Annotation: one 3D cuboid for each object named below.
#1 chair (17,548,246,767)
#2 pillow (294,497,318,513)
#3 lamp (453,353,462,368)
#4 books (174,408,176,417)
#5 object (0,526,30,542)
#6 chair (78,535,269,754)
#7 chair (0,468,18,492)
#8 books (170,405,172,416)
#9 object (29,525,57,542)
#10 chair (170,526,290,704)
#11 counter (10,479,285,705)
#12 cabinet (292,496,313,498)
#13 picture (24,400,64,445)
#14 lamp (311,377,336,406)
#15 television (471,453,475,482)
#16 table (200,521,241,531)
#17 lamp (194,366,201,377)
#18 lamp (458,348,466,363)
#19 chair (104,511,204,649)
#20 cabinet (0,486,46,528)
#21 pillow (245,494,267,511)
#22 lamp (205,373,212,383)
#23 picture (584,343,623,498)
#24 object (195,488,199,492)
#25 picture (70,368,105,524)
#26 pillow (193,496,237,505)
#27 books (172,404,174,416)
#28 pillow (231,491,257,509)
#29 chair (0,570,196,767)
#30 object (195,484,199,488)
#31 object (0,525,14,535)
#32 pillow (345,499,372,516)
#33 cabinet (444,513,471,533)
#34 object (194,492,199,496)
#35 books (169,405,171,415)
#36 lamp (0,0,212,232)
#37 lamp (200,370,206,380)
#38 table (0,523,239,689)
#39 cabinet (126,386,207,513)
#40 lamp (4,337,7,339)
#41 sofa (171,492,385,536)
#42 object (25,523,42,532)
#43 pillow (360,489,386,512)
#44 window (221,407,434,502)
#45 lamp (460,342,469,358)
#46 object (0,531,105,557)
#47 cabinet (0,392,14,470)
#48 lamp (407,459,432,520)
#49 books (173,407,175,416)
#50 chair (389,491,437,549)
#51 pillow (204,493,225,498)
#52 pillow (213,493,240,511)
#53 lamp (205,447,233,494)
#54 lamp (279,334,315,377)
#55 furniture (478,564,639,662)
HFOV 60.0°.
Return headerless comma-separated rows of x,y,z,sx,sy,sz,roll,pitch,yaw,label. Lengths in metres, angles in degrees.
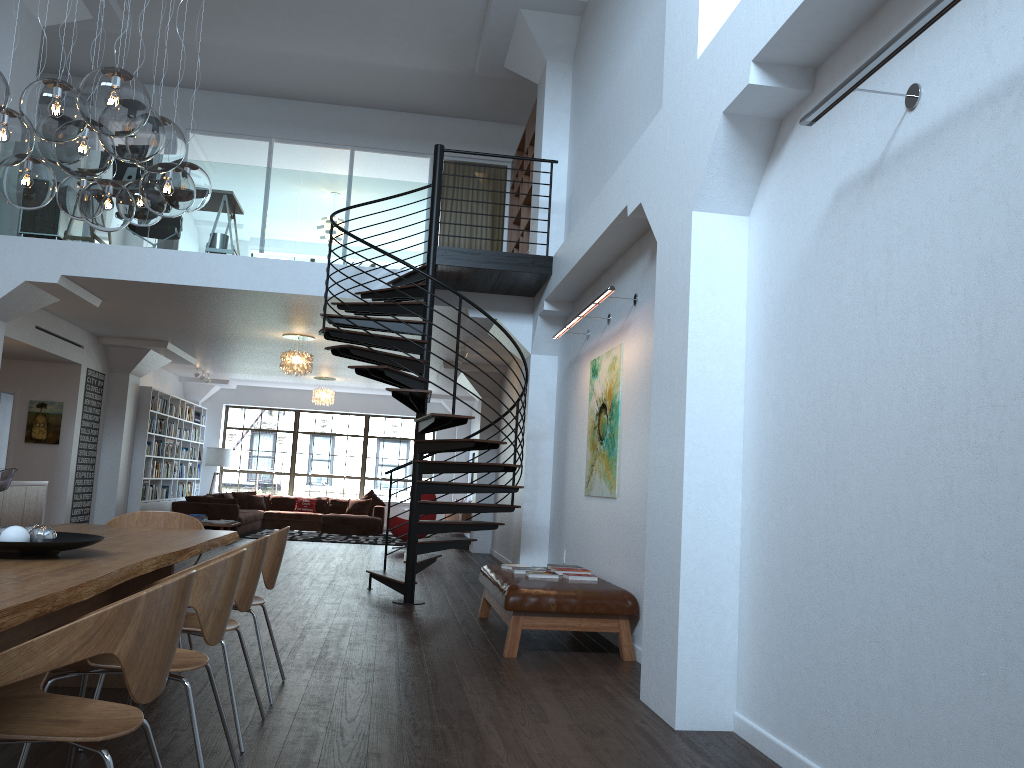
-1.243,0.971,3.012,0.618,0.833,0.629,4,-7,-7,chair
-4.289,2.526,18.436,0.465,0.308,0.220,5,-7,-11,pillow
-0.782,-0.348,12.951,0.111,0.211,0.120,0,-7,27,lamp
-6.331,0.528,16.490,0.128,0.178,0.022,4,-7,-7,books
-1.825,0.571,3.255,0.100,0.100,0.100,-2,-8,37,object
-1.366,1.051,3.762,0.618,0.833,0.629,4,-7,-6,chair
-4.982,1.285,8.343,0.481,1.014,0.530,4,-7,-5,chair
-6.288,0.482,16.178,0.146,0.202,0.027,4,-7,-7,books
-1.769,0.581,3.338,0.100,0.100,0.100,-2,-8,37,object
-1.465,1.132,4.519,0.617,0.830,0.629,4,-7,-7,chair
-4.600,1.208,6.802,3.039,0.860,8.182,8,-8,-37,counter
-4.117,2.807,19.338,1.520,0.625,0.350,4,-7,-7,cabinet
-6.619,0.543,12.546,0.450,0.600,0.030,4,-7,-7,picture
-3.644,0.154,17.173,0.441,0.539,0.442,-1,-8,35,lamp
-0.731,1.749,17.425,0.013,0.816,1.324,4,-7,-8,television
-4.979,2.336,14.155,1.100,0.271,0.853,4,-7,-7,table
-5.845,-0.223,16.471,0.111,0.211,0.120,0,-7,27,lamp
-0.714,-0.402,12.453,0.111,0.211,0.120,-3,-9,41,lamp
-2.143,1.173,5.190,0.629,0.833,0.618,5,-7,-12,chair
-5.728,1.339,8.282,0.898,0.796,4.493,4,-7,-7,cabinet
-5.268,2.424,18.168,0.489,0.337,0.238,8,-8,-38,pillow
-5.984,-0.114,17.481,0.120,0.211,0.111,8,-8,-33,lamp
0.753,0.331,7.361,0.010,1.200,1.095,4,-7,-7,picture
-6.784,2.221,18.649,0.331,0.088,0.410,4,-7,-7,object
-6.310,0.985,13.201,0.021,2.380,0.800,4,-7,-7,picture
-4.996,2.087,14.977,0.750,0.364,0.289,4,-7,-8,pillow
-6.315,0.483,16.310,0.158,0.226,0.052,4,-7,-7,books
-5.469,2.403,18.241,0.580,0.418,0.334,8,-8,-34,pillow
-1.149,0.887,2.242,0.618,0.833,0.629,4,-7,-7,chair
-6.786,2.134,18.658,0.316,0.088,0.410,4,-7,-7,object
-1.893,0.579,3.332,0.100,0.100,0.100,-2,-8,37,object
-3.200,2.555,18.462,0.542,0.362,0.248,2,-7,13,pillow
-0.945,2.617,17.367,0.459,0.350,4.501,4,-7,-7,cabinet
-6.789,2.309,18.639,0.331,0.088,0.410,4,-7,-7,object
-6.273,0.473,16.097,0.146,0.202,0.027,4,-7,-7,books
-1.769,-1.785,3.929,0.849,2.140,1.787,4,-7,-8,lamp
-5.914,-0.169,16.970,0.111,0.211,0.120,-3,-9,41,lamp
-1.881,1.009,3.289,1.012,0.750,3.803,4,-7,-7,table
-6.552,1.465,16.715,0.461,2.414,4.500,4,-7,-7,cabinet
-5.966,-0.104,10.225,0.149,0.900,0.149,-2,-8,37,lamp
-4.180,2.492,16.824,3.481,0.664,4.197,4,-7,-7,sofa
-1.837,0.586,3.414,0.100,0.100,0.100,-2,-8,37,object
-3.014,2.505,18.661,0.651,0.587,0.335,7,-8,-28,pillow
-4.123,1.613,20.019,4.648,1.905,0.114,4,-7,-7,window
-0.644,-0.457,11.942,0.120,0.211,0.111,8,-8,-33,lamp
-1.859,0.604,3.341,0.592,0.066,0.592,-2,-9,40,object
-8.543,0.720,13.764,0.527,2.991,2.630,4,-7,-7,cabinet
-2.065,2.458,19.488,0.545,1.579,0.545,3,-7,3,lamp
-6.320,0.511,16.396,0.139,0.191,0.036,4,-7,-7,books
-1.636,2.210,14.637,0.801,1.006,0.798,1,-7,18,chair
-5.068,2.071,15.239,0.559,0.411,0.269,-2,-8,38,pillow
-5.370,2.237,16.629,0.325,0.391,0.625,2,-7,9,pillow
-6.345,2.166,19.033,0.545,1.579,0.545,5,-7,-18,lamp
-2.953,-0.385,12.188,0.441,0.539,0.442,-1,-8,35,lamp
0.277,1.676,6.715,0.907,0.453,1.819,4,-7,-7,furniture
